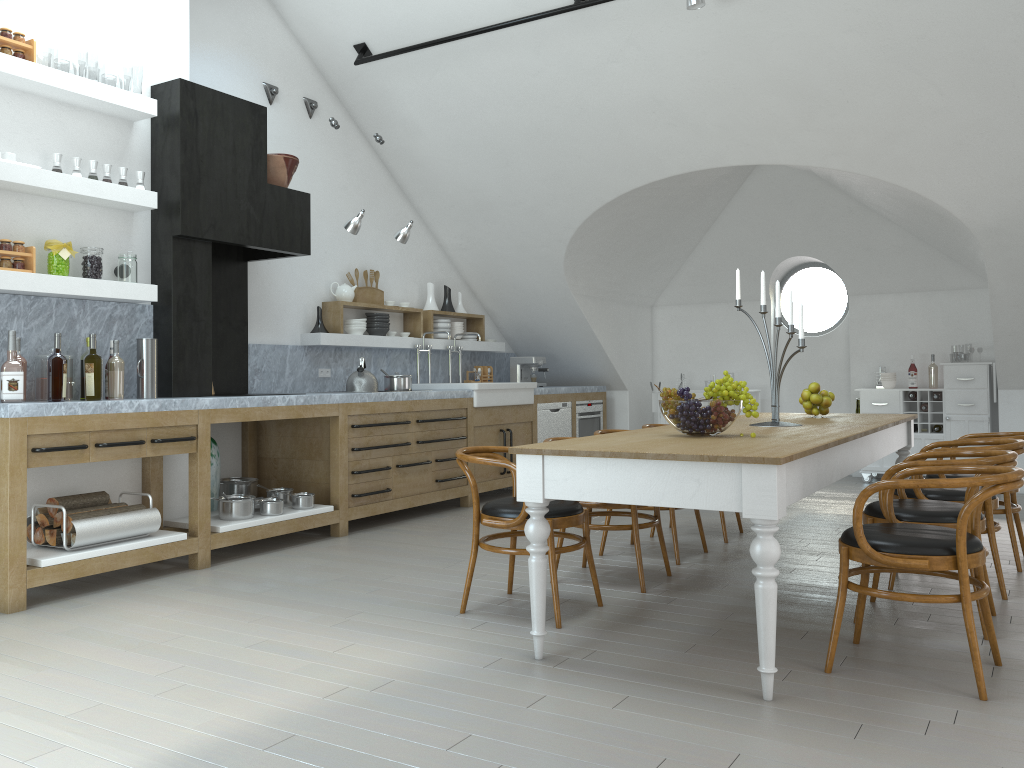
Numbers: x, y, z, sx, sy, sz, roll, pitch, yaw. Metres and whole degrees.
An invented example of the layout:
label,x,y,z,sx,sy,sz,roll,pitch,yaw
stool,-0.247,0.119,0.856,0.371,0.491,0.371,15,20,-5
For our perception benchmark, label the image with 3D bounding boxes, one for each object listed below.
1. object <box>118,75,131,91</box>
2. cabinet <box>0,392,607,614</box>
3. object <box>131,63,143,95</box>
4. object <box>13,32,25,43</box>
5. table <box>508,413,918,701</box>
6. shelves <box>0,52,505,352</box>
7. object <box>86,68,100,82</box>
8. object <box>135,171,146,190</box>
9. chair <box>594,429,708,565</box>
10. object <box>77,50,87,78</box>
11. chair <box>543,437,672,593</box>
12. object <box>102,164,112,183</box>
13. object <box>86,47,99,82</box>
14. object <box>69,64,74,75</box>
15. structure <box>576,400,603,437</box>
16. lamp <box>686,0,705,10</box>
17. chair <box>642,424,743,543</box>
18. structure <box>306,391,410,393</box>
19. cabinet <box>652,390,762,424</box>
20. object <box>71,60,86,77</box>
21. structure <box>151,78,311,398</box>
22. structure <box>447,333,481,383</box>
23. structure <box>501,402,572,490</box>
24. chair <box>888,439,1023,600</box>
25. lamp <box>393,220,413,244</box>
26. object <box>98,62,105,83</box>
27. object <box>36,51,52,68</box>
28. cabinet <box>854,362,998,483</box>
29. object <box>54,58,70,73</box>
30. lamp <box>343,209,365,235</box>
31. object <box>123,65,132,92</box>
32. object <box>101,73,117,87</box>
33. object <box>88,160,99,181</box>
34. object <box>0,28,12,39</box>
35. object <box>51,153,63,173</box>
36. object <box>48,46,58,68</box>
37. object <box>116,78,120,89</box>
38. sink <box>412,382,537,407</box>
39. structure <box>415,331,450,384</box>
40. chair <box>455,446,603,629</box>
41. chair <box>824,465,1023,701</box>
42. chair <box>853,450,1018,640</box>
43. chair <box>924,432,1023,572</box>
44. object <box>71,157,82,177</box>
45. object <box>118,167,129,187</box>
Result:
label,x,y,z,sx,sy,sz,roll,pitch,yaw
object,-2.194,-1.691,5.019,0.071,0.099,0.071,-1,-1,-4
cabinet,-1.036,0.633,7.056,1.003,1.022,6.427,-1,0,31
object,-2.144,-1.736,5.072,0.063,0.187,0.063,-1,-1,0
object,-2.539,-1.772,4.565,0.058,0.075,0.058,0,-1,-35
table,1.293,0.615,4.488,1.018,0.799,3.348,-1,0,31
shelves,-1.488,-0.985,6.848,0.480,1.362,5.549,-1,0,26
object,-2.326,-1.692,4.914,0.082,0.105,0.081,-1,-1,0
object,-2.151,-1.169,5.128,0.064,0.124,0.067,-1,-1,25
chair,0.801,0.650,5.325,0.621,0.735,0.527,-1,-1,34
object,-2.350,-1.728,4.851,0.054,0.179,0.054,-1,-1,8
chair,0.474,0.658,4.672,0.621,0.735,0.527,-1,-1,28
object,-2.265,-1.166,4.958,0.064,0.124,0.067,-1,-1,25
object,-2.288,-1.733,4.835,0.063,0.187,0.063,-1,-1,0
object,-2.421,-1.684,4.820,0.094,0.093,0.093,0,-1,-26
structure,0.564,0.489,9.374,0.630,0.637,0.632,-1,-1,31
lamp,1.114,-2.367,5.377,0.112,0.175,0.114,-1,-1,-6
chair,1.185,0.641,5.938,0.621,0.735,0.527,-1,-1,28
structure,-1.096,0.078,6.889,0.647,0.041,0.737,0,0,31
cabinet,2.087,0.461,9.514,1.134,0.790,0.496,-1,-1,31
object,-2.338,-1.688,4.782,0.071,0.099,0.071,-1,-1,-4
structure,-1.951,-0.865,5.829,0.780,1.886,1.075,-1,-1,31
structure,-0.430,-0.211,8.347,0.332,0.530,0.214,-1,-1,12
structure,0.169,0.593,8.729,0.598,0.823,0.724,-1,-1,31
chair,2.212,0.640,4.410,0.621,0.735,0.527,-1,-1,26
lamp,-0.821,-1.157,6.782,0.169,0.176,0.112,-1,-1,23
object,-2.319,-1.725,4.996,0.048,0.169,0.048,-2,-2,39
object,-2.470,-1.689,4.676,0.082,0.105,0.081,-1,-1,0
cabinet,4.004,0.380,8.574,1.242,1.154,0.609,-1,-1,31
object,-2.403,-1.680,4.730,0.077,0.085,0.077,0,-1,-26
lamp,-1.125,-1.147,6.290,0.115,0.178,0.164,0,-1,-40
object,-2.206,-1.731,5.089,0.054,0.179,0.054,-1,-1,8
object,-2.258,-1.683,4.967,0.077,0.085,0.077,0,-1,-26
object,-2.302,-1.165,4.869,0.064,0.124,0.067,-1,-1,25
object,-2.574,-1.771,4.508,0.058,0.075,0.058,0,-1,-35
object,-2.417,-1.163,4.709,0.064,0.124,0.067,-1,-1,25
object,-2.463,-1.721,4.758,0.048,0.169,0.048,-2,-2,39
object,-2.276,-1.688,5.058,0.094,0.093,0.093,0,-1,-26
sink,-0.332,0.092,7.954,0.727,0.202,1.020,0,0,31
structure,-0.683,-0.206,7.929,0.332,0.530,0.214,-1,-1,12
chair,0.046,0.666,4.084,0.621,0.735,0.527,-1,-1,31
chair,1.478,0.657,3.154,0.621,0.735,0.527,-1,-1,35
chair,1.820,0.649,3.797,0.621,0.735,0.527,-1,-1,31
chair,2.646,0.632,4.992,0.621,0.735,0.527,-1,-1,34
object,-2.359,-1.164,4.804,0.064,0.124,0.067,-1,-1,25
object,-2.209,-1.167,5.033,0.064,0.124,0.067,-1,-1,25
